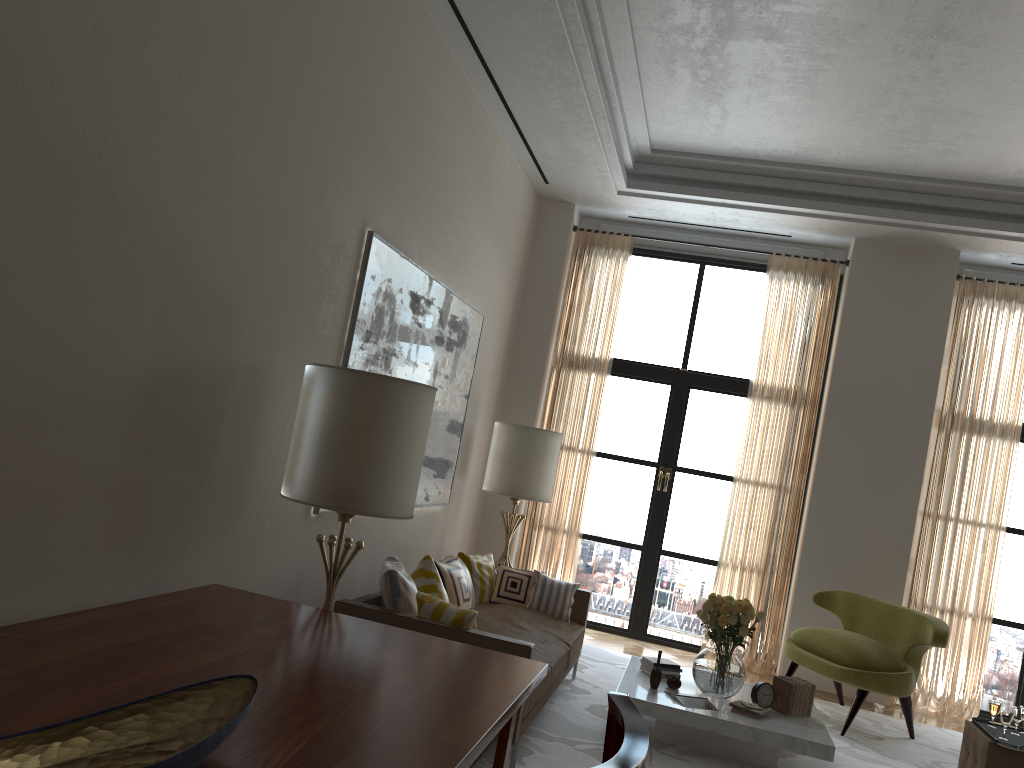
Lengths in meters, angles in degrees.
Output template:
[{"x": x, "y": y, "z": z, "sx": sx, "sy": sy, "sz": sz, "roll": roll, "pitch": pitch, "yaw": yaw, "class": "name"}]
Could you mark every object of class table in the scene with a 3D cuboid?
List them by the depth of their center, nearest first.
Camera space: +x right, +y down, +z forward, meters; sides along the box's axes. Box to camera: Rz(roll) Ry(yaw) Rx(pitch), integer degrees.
[{"x": -1.188, "y": 1.482, "z": 2.565, "sx": 1.798, "sy": 1.026, "sz": 3.810, "roll": 10, "pitch": -4, "yaw": 13, "class": "table"}, {"x": 1.654, "y": 2.686, "z": 7.155, "sx": 1.582, "sy": 0.343, "sz": 1.504, "roll": 10, "pitch": -4, "yaw": 13, "class": "table"}]

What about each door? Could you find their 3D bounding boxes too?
[{"x": 6.072, "y": 1.465, "z": 9.848, "sx": 3.082, "sy": 4.761, "sz": 0.240, "roll": 10, "pitch": -3, "yaw": 13, "class": "door"}, {"x": 1.950, "y": 0.764, "z": 10.813, "sx": 3.254, "sy": 4.761, "sz": 0.240, "roll": 10, "pitch": -3, "yaw": 13, "class": "door"}]

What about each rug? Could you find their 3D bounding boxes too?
[{"x": 2.752, "y": 2.980, "z": 6.469, "sx": 5.511, "sy": 0.065, "sz": 5.746, "roll": 10, "pitch": -4, "yaw": 13, "class": "rug"}]

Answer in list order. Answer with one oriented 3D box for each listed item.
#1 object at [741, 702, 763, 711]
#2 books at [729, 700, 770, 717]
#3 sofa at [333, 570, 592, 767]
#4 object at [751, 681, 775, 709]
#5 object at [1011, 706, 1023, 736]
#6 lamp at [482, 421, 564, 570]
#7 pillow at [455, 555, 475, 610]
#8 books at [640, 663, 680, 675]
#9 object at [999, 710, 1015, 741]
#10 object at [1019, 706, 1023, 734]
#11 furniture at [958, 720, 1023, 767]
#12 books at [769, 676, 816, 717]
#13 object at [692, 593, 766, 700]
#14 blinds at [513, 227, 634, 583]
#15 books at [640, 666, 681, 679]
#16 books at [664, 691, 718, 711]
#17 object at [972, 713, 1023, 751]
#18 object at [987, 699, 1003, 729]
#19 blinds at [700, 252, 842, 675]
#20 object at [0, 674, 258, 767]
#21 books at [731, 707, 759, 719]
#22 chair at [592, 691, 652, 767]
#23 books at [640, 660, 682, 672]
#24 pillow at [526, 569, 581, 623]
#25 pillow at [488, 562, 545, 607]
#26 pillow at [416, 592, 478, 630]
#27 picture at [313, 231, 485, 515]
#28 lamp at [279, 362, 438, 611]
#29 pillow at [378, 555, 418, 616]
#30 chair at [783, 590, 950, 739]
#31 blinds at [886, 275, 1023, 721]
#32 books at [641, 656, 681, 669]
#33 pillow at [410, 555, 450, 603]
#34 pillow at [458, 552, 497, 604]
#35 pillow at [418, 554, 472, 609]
[{"x": 1.836, "y": 2.461, "z": 6.784, "sx": 0.139, "sy": 0.019, "sz": 0.137, "roll": 11, "pitch": -4, "yaw": -3, "class": "object"}, {"x": 1.818, "y": 2.479, "z": 6.780, "sx": 0.255, "sy": 0.026, "sz": 0.203, "roll": 7, "pitch": -5, "yaw": 38, "class": "books"}, {"x": -0.260, "y": 2.085, "z": 7.051, "sx": 1.350, "sy": 0.818, "sz": 2.987, "roll": 10, "pitch": -4, "yaw": 13, "class": "sofa"}, {"x": 1.981, "y": 2.455, "z": 6.989, "sx": 0.205, "sy": 0.209, "sz": 0.082, "roll": 12, "pitch": -3, "yaw": -26, "class": "object"}, {"x": 3.686, "y": 2.462, "z": 6.467, "sx": 0.098, "sy": 0.191, "sz": 0.098, "roll": 10, "pitch": -3, "yaw": 13, "class": "object"}, {"x": -0.021, "y": 1.578, "z": 9.620, "sx": 0.769, "sy": 2.252, "sz": 0.767, "roll": 12, "pitch": -3, "yaw": -24, "class": "lamp"}, {"x": -0.505, "y": 1.753, "z": 7.391, "sx": 0.370, "sy": 0.565, "sz": 0.661, "roll": 10, "pitch": -3, "yaw": 9, "class": "pillow"}, {"x": 1.251, "y": 2.406, "z": 7.484, "sx": 0.263, "sy": 0.024, "sz": 0.207, "roll": 12, "pitch": -4, "yaw": -24, "class": "books"}, {"x": 3.471, "y": 2.405, "z": 6.236, "sx": 0.098, "sy": 0.191, "sz": 0.098, "roll": 8, "pitch": -4, "yaw": 39, "class": "object"}, {"x": 3.798, "y": 2.490, "z": 6.552, "sx": 0.098, "sy": 0.191, "sz": 0.098, "roll": 12, "pitch": -3, "yaw": -30, "class": "object"}, {"x": 3.571, "y": 2.843, "z": 6.315, "sx": 0.613, "sy": 0.615, "sz": 0.615, "roll": 10, "pitch": -3, "yaw": 13, "class": "furniture"}, {"x": 2.225, "y": 2.478, "z": 7.041, "sx": 0.282, "sy": 0.264, "sz": 0.210, "roll": 12, "pitch": -4, "yaw": -27, "class": "books"}, {"x": 1.726, "y": 2.118, "z": 7.128, "sx": 0.539, "sy": 0.820, "sz": 0.628, "roll": 10, "pitch": -3, "yaw": 9, "class": "object"}, {"x": 0.727, "y": 0.533, "z": 10.870, "sx": 0.779, "sy": 4.880, "sz": 0.420, "roll": 10, "pitch": -3, "yaw": 15, "class": "blinds"}, {"x": 1.251, "y": 2.437, "z": 7.493, "sx": 0.281, "sy": 0.035, "sz": 0.207, "roll": 12, "pitch": -4, "yaw": -20, "class": "books"}, {"x": 1.373, "y": 2.416, "z": 6.805, "sx": 0.281, "sy": 0.038, "sz": 0.384, "roll": 12, "pitch": -4, "yaw": -14, "class": "books"}, {"x": 3.629, "y": 2.501, "z": 6.327, "sx": 0.490, "sy": 0.092, "sz": 0.804, "roll": 10, "pitch": -4, "yaw": 13, "class": "object"}, {"x": 3.569, "y": 2.448, "z": 6.569, "sx": 0.098, "sy": 0.191, "sz": 0.098, "roll": 11, "pitch": -3, "yaw": -4, "class": "object"}, {"x": 3.025, "y": 0.918, "z": 10.332, "sx": 0.872, "sy": 4.868, "sz": 0.419, "roll": 10, "pitch": -3, "yaw": 16, "class": "blinds"}, {"x": -0.993, "y": 0.880, "z": 2.155, "sx": 0.330, "sy": 0.164, "sz": 1.087, "roll": 9, "pitch": -4, "yaw": 24, "class": "object"}, {"x": 1.804, "y": 2.501, "z": 6.781, "sx": 0.196, "sy": 0.024, "sz": 0.257, "roll": 8, "pitch": -5, "yaw": 31, "class": "books"}, {"x": -0.290, "y": 1.338, "z": 1.734, "sx": 0.877, "sy": 1.503, "sz": 0.657, "roll": 10, "pitch": -3, "yaw": 13, "class": "chair"}, {"x": 1.261, "y": 2.383, "z": 7.497, "sx": 0.281, "sy": 0.024, "sz": 0.229, "roll": 12, "pitch": -4, "yaw": -22, "class": "books"}, {"x": 0.372, "y": 1.964, "z": 8.130, "sx": 0.498, "sy": 0.427, "sz": 0.327, "roll": 11, "pitch": -3, "yaw": 1, "class": "pillow"}, {"x": 0.028, "y": 1.912, "z": 8.247, "sx": 0.464, "sy": 0.411, "sz": 0.304, "roll": 10, "pitch": -3, "yaw": 11, "class": "pillow"}, {"x": -0.434, "y": 1.628, "z": 5.846, "sx": 0.481, "sy": 0.432, "sz": 0.319, "roll": 9, "pitch": -3, "yaw": 23, "class": "pillow"}, {"x": -0.822, "y": 0.087, "z": 7.605, "sx": 0.045, "sy": 1.996, "sz": 3.069, "roll": 10, "pitch": -4, "yaw": 14, "class": "picture"}, {"x": -1.015, "y": 1.060, "z": 5.082, "sx": 0.769, "sy": 2.252, "sz": 0.767, "roll": 12, "pitch": -3, "yaw": -21, "class": "lamp"}, {"x": -0.770, "y": 1.519, "z": 6.083, "sx": 0.356, "sy": 0.575, "sz": 0.624, "roll": 11, "pitch": -3, "yaw": -8, "class": "pillow"}, {"x": 3.278, "y": 2.689, "z": 8.634, "sx": 1.031, "sy": 1.212, "sz": 1.790, "roll": 12, "pitch": -4, "yaw": -19, "class": "chair"}, {"x": 5.039, "y": 1.260, "z": 9.862, "sx": 0.958, "sy": 4.868, "sz": 0.420, "roll": 10, "pitch": -3, "yaw": 15, "class": "blinds"}, {"x": 1.258, "y": 2.354, "z": 7.491, "sx": 0.260, "sy": 0.030, "sz": 0.207, "roll": 12, "pitch": -4, "yaw": -20, "class": "books"}, {"x": -0.608, "y": 1.560, "z": 6.453, "sx": 0.356, "sy": 0.616, "sz": 0.766, "roll": 12, "pitch": -4, "yaw": -33, "class": "pillow"}, {"x": -0.306, "y": 1.817, "z": 8.237, "sx": 0.296, "sy": 0.475, "sz": 0.517, "roll": 9, "pitch": -4, "yaw": 34, "class": "pillow"}, {"x": -0.517, "y": 1.657, "z": 7.010, "sx": 0.403, "sy": 0.546, "sz": 0.619, "roll": 10, "pitch": -4, "yaw": 16, "class": "pillow"}]
